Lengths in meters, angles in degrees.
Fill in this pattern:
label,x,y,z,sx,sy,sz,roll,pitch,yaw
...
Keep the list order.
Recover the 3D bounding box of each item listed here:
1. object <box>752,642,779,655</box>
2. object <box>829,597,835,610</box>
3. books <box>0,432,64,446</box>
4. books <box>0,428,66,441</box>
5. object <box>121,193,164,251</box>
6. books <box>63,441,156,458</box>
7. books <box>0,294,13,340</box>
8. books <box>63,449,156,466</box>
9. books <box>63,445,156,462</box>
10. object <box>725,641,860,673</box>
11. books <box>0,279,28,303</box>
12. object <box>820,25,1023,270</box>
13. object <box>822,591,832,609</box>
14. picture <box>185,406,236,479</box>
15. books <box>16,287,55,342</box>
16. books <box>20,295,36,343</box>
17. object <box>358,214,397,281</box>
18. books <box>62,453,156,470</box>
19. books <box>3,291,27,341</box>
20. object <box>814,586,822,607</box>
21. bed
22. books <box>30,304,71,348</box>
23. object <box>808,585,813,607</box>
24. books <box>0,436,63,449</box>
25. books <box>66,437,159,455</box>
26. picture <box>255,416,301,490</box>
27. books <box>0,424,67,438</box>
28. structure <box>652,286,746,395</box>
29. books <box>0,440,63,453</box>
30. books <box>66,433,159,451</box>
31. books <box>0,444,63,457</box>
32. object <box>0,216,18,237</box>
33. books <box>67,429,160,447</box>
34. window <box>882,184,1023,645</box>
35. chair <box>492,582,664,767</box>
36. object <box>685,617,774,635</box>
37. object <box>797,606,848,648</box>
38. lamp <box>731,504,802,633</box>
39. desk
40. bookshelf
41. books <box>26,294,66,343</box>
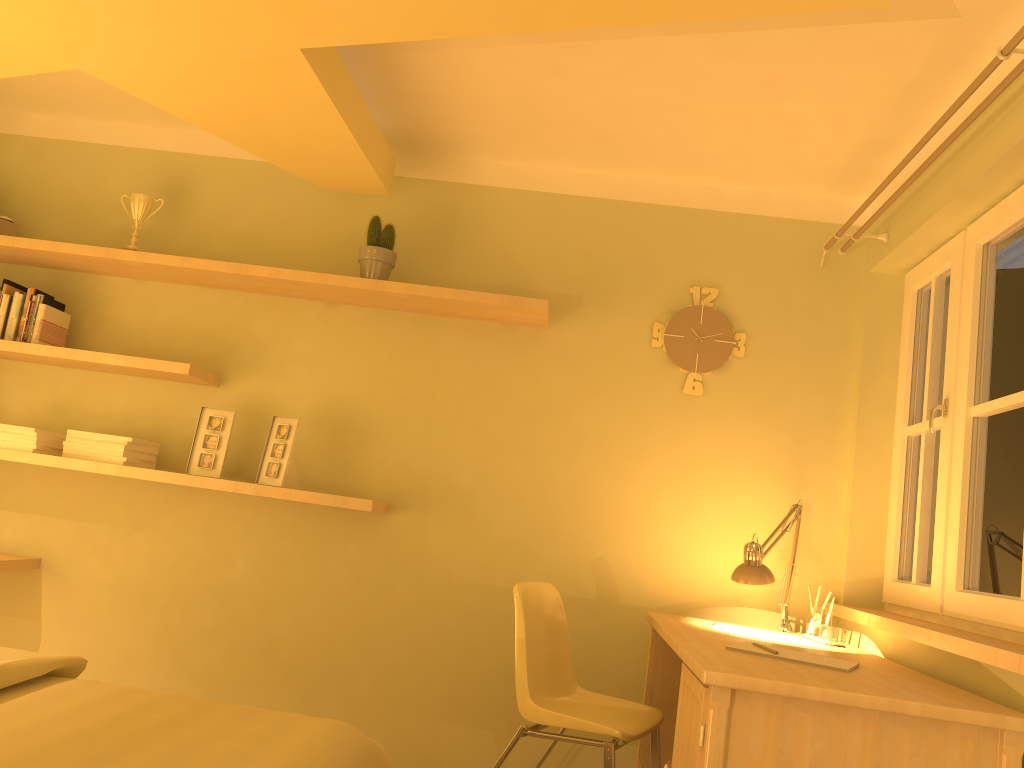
label,x,y,z,sx,sy,sz,roll,pitch,yaw
object,0.666,0.695,2.334,0.008,0.009,0.166,9,-9,-4
object,1.057,0.780,2.965,0.010,0.138,0.043,11,-10,-21
books,-1.839,0.212,3.409,0.190,0.015,0.270,7,-9,4
books,-1.837,0.199,3.419,0.190,0.015,0.270,7,-9,7
object,-1.499,-0.621,3.540,0.160,0.268,0.095,12,-10,-25
books,-1.530,0.250,3.376,0.270,0.015,0.190,6,-9,15
books,-1.957,-0.242,3.481,0.032,0.184,0.173,7,-9,5
books,-1.530,0.281,3.378,0.270,0.015,0.190,6,-9,12
books,-1.527,0.265,3.371,0.270,0.015,0.190,5,-9,17
object,0.731,0.708,2.308,0.300,0.010,0.210,3,-10,29
books,-1.979,-0.275,3.496,0.021,0.247,0.157,7,-9,5
object,1.236,-0.624,2.621,0.190,0.113,1.708,7,-9,5
object,1.054,0.781,3.023,0.008,0.155,0.073,13,-10,-30
picture,-1.135,0.231,3.416,0.134,0.264,0.171,7,-9,4
books,-1.882,-0.252,3.495,0.032,0.229,0.138,7,-9,5
books,-1.858,-0.235,3.482,0.022,0.198,0.157,7,-9,5
object,-0.514,-0.516,3.419,0.145,0.294,0.145,10,-9,-14
books,-1.532,0.296,3.375,0.270,0.015,0.190,6,-9,15
books,-1.920,-0.245,3.487,0.040,0.203,0.157,7,-9,5
object,1.044,0.779,3.058,0.034,0.165,0.009,8,-9,-3
bed,-1.505,0.593,1.766,2.378,0.894,1.286,7,-9,5
books,-1.803,-0.212,3.464,0.032,0.163,0.178,7,-9,5
object,1.032,0.776,3.047,0.053,0.162,0.009,11,-9,-19
books,-1.839,0.228,3.413,0.190,0.015,0.270,7,-9,6
books,-1.520,0.237,3.377,0.270,0.015,0.190,5,-9,18
picture,-0.838,0.262,3.349,0.134,0.264,0.171,3,-10,31
books,-1.853,0.180,3.409,0.190,0.015,0.270,8,-9,2
structure,0.728,-0.171,3.451,0.360,0.432,0.027,7,-9,5
books,-1.850,0.241,3.408,0.190,0.015,0.270,8,-9,1
books,-1.528,0.224,3.399,0.270,0.015,0.190,6,-9,15
books,-1.852,0.256,3.406,0.190,0.015,0.270,7,-9,4
object,-2.201,-0.694,3.573,0.349,0.229,0.234,7,-9,6
books,-1.520,0.208,3.389,0.270,0.015,0.190,6,-9,10
window,1.386,0.081,2.574,0.142,1.263,1.486,7,-9,5
chair,0.181,1.038,2.742,0.546,0.785,0.531,4,-10,24
object,0.734,0.819,3.004,0.300,0.009,0.040,2,-11,34
object,1.029,0.801,2.945,0.070,0.105,0.240,8,-9,-3
lamp,0.875,0.617,3.048,0.140,0.455,0.484,3,-10,29
desk,0.722,1.100,2.439,0.684,0.720,1.396,7,-9,5
bookshelf,-1.231,0.163,3.380,2.605,1.240,0.300,7,-9,5
books,-1.831,-0.234,3.480,0.032,0.203,0.157,7,-9,5
